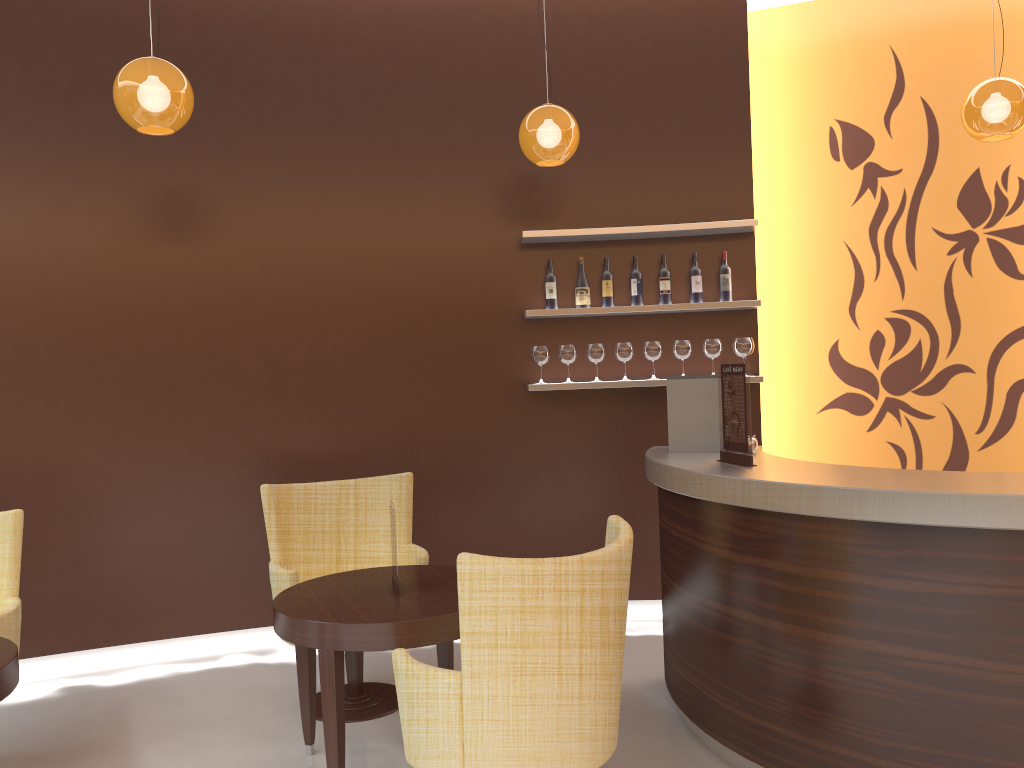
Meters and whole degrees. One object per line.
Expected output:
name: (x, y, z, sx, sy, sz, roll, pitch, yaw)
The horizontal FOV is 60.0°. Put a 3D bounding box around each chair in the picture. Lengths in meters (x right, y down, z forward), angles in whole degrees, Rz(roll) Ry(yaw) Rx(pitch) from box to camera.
chair: (0.024, 0.950, 2.720, 0.685, 1.017, 0.729, -1, 1, 41)
chair: (-0.760, 0.956, 4.114, 0.729, 1.017, 0.685, -3, 1, -20)
chair: (-2.238, 1.027, 3.338, 0.729, 1.017, 0.685, -3, 1, -24)

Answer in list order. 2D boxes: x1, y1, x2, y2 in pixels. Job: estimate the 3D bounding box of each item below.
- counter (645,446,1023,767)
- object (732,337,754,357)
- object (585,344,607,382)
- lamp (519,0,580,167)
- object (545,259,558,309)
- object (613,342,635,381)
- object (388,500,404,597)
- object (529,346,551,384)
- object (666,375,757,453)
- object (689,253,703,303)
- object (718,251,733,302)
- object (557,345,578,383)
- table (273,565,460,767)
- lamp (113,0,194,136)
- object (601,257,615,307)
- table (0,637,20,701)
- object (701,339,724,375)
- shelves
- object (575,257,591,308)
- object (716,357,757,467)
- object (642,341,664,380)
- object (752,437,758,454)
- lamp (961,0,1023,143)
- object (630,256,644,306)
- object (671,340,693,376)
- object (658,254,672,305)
counter: (1.861, 0.829, 3.157, 2.917, 1.100, 1.586, -2, 1, 18)
object: (1.315, -0.152, 5.040, 0.125, 0.221, 0.125, -2, 1, -3)
object: (0.488, -0.121, 5.136, 0.125, 0.221, 0.125, -2, 1, -3)
lamp: (0.157, -1.828, 4.324, 0.299, 1.500, 0.299, -1, 1, 41)
object: (0.226, -0.571, 5.126, 0.073, 0.297, 0.073, -3, 1, -18)
object: (0.651, -0.128, 5.125, 0.125, 0.221, 0.125, -2, 1, -3)
object: (-0.451, 0.618, 3.384, 0.042, 0.335, 0.209, -2, 1, -13)
object: (0.166, -0.109, 5.142, 0.125, 0.221, 0.125, -2, 1, -3)
object: (0.918, 0.129, 4.056, 0.373, 0.340, 0.270, -2, 1, 18)
object: (1.051, -0.602, 5.076, 0.073, 0.297, 0.073, -3, 1, -30)
object: (1.214, -0.608, 5.051, 0.073, 0.297, 0.073, -3, 1, -18)
object: (0.325, -0.115, 5.142, 0.125, 0.221, 0.125, -2, 1, -3)
table: (-0.444, 1.126, 3.383, 0.874, 0.679, 0.872, -2, 1, 19)
lamp: (-1.440, -1.751, 3.497, 0.299, 1.500, 0.299, -1, 1, 41)
object: (0.552, -0.584, 5.131, 0.073, 0.297, 0.073, -2, 1, 32)
table: (-1.935, 1.197, 2.601, 0.874, 0.679, 0.872, -2, 1, 19)
object: (1.149, -0.146, 5.075, 0.125, 0.221, 0.125, -2, 1, -3)
shelves: (2.320, -0.489, 4.502, 4.744, 0.902, 0.586, -2, 1, 20)
object: (0.408, -0.583, 5.140, 0.086, 0.303, 0.086, -1, 1, 41)
object: (0.871, 0.104, 3.475, 0.052, 0.414, 0.258, -2, 1, -13)
object: (0.814, -0.134, 5.114, 0.125, 0.221, 0.125, -2, 1, -3)
object: (1.021, 0.261, 3.822, 0.075, 0.077, 0.075, -2, 1, 31)
lamp: (2.260, -1.907, 4.173, 0.299, 1.500, 0.299, -2, 1, -9)
object: (0.718, -0.590, 5.117, 0.073, 0.297, 0.073, -3, 1, -18)
object: (0.980, -0.140, 5.095, 0.125, 0.221, 0.125, -2, 1, -3)
object: (0.878, -0.596, 5.099, 0.073, 0.297, 0.073, -3, 1, -18)
